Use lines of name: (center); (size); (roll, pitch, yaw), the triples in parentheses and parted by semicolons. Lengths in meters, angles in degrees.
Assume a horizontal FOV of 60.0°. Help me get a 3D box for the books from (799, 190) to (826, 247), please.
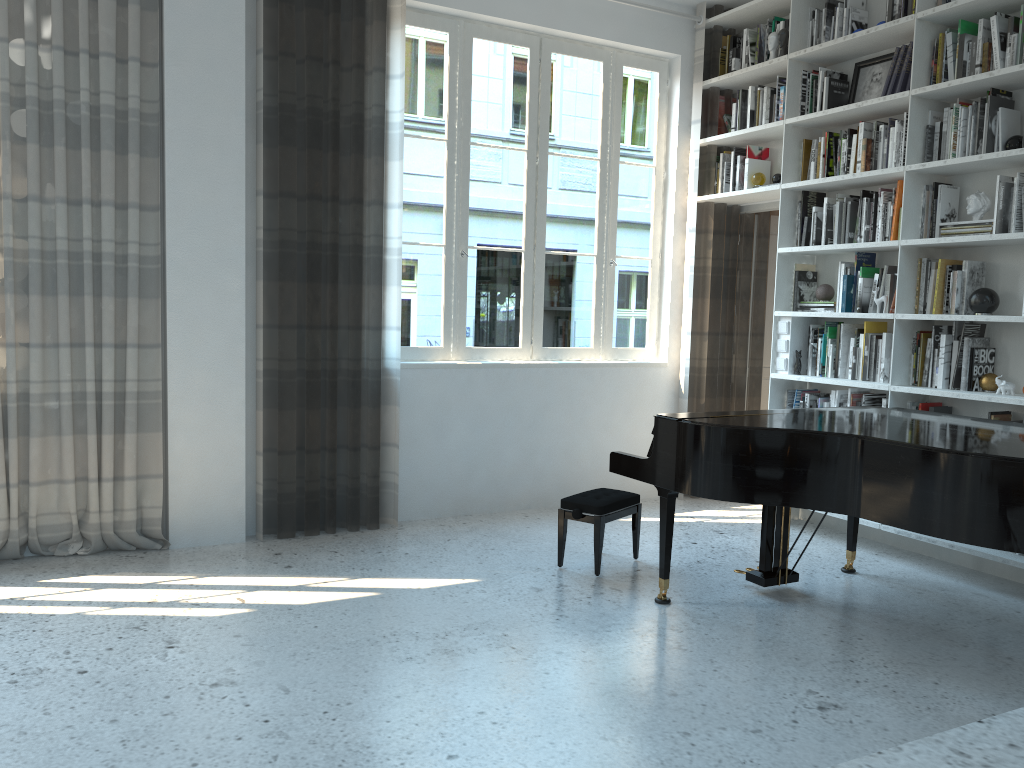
books: (1.763, -0.958, 5.205); (0.184, 0.334, 0.012); (-1, 6, -28)

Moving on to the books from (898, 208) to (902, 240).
books: (2.090, -0.827, 4.651); (0.151, 0.183, 0.030); (-1, 6, -28)

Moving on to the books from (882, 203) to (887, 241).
books: (2.043, -0.853, 4.742); (0.160, 0.217, 0.012); (-1, 6, -28)

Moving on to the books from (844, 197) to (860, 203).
books: (1.914, -0.903, 4.978); (0.157, 0.271, 0.011); (-1, 6, -28)

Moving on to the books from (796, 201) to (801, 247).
books: (1.759, -0.940, 5.275); (0.159, 0.285, 0.012); (-1, 6, -28)

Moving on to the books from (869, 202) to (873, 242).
books: (2.001, -0.866, 4.819); (0.151, 0.228, 0.013); (-1, 6, -28)

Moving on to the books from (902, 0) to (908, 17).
books: (2.088, -1.975, 4.585); (0.183, 0.275, 0.011); (-1, 6, -28)

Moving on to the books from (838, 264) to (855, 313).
books: (1.906, -0.536, 4.991); (0.150, 0.273, 0.024); (-1, 6, -28)

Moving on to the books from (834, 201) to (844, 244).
books: (1.891, -0.893, 4.984); (0.189, 0.248, 0.021); (-1, 6, -28)

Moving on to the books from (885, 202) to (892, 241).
books: (2.054, -0.853, 4.729); (0.148, 0.221, 0.021); (-1, 6, -28)

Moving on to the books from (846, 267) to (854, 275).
books: (1.926, -0.525, 4.971); (0.143, 0.256, 0.031); (-1, 6, -28)

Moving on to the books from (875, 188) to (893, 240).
books: (2.022, -0.902, 4.799); (0.130, 0.304, 0.011); (-1, 6, -28)

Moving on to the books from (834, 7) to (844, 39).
books: (1.877, -1.982, 4.965); (0.173, 0.214, 0.021); (-1, 6, -28)

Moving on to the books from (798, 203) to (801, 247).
books: (1.756, -0.926, 5.226); (0.176, 0.266, 0.027); (-1, 6, -28)

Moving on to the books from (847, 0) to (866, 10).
books: (1.918, -2.020, 4.955); (0.130, 0.293, 0.015); (-1, 6, -28)

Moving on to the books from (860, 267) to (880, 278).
books: (1.967, -0.513, 4.865); (0.172, 0.251, 0.011); (-1, 6, -28)

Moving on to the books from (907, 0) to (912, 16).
books: (2.106, -1.931, 4.564); (0.177, 0.190, 0.026); (-1, 6, -28)

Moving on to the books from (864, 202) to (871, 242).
books: (1.984, -0.867, 4.824); (0.177, 0.229, 0.013); (-1, 6, -28)

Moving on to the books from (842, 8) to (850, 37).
books: (1.909, -1.973, 4.938); (0.170, 0.202, 0.014); (-1, 6, -28)

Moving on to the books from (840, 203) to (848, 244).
books: (1.907, -0.885, 4.956); (0.167, 0.237, 0.024); (-1, 6, -28)

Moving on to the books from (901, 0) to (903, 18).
books: (2.088, -1.982, 4.609); (0.166, 0.284, 0.013); (-1, 6, -28)

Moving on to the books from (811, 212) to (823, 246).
books: (1.810, -0.884, 5.118); (0.188, 0.204, 0.028); (-1, 6, -28)

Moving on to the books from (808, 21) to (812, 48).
books: (1.784, -1.997, 5.163); (0.142, 0.204, 0.017); (-1, 6, -28)

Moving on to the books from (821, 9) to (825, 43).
books: (1.832, -2.008, 5.075); (0.156, 0.243, 0.016); (-1, 6, -28)

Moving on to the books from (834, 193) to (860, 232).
books: (1.891, -0.917, 5.000); (0.183, 0.293, 0.011); (-1, 6, -28)

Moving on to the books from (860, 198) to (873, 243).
books: (1.979, -0.885, 4.863); (0.156, 0.257, 0.021); (-1, 6, -28)

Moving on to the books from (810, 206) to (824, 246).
books: (1.807, -0.902, 5.143); (0.177, 0.236, 0.022); (-1, 6, -28)

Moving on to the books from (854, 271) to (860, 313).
books: (1.968, -0.507, 4.915); (0.148, 0.232, 0.030); (-1, 6, -28)

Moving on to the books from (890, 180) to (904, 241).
books: (2.074, -0.901, 4.671); (0.170, 0.326, 0.035); (-1, 6, -28)

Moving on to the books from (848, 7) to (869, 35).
books: (1.924, -1.976, 4.931); (0.136, 0.210, 0.013); (-1, 6, -28)

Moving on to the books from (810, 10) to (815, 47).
books: (1.796, -2.023, 5.153); (0.156, 0.259, 0.007); (-1, 6, -28)

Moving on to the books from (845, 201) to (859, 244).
books: (1.931, -0.885, 4.931); (0.184, 0.243, 0.023); (-1, 6, -28)

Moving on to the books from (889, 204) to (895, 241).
books: (2.060, -0.842, 4.698); (0.161, 0.203, 0.013); (-1, 6, -28)

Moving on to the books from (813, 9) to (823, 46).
books: (1.809, -2.014, 5.113); (0.180, 0.249, 0.012); (-1, 6, -28)

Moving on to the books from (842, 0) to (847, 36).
books: (1.903, -2.025, 4.958); (0.145, 0.302, 0.007); (-1, 6, -28)

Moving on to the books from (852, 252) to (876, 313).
books: (1.955, -0.561, 4.925); (0.153, 0.336, 0.011); (-1, 6, -28)

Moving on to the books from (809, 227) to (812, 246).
books: (1.806, -0.892, 5.180); (0.143, 0.209, 0.042); (-1, 6, -28)

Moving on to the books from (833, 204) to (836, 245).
books: (1.888, -0.896, 5.051); (0.139, 0.243, 0.049); (-1, 6, -28)

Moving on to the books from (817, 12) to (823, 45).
books: (1.820, -2.000, 5.087); (0.177, 0.225, 0.013); (-1, 6, -28)

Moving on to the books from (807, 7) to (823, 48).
books: (1.787, -2.038, 5.174); (0.159, 0.285, 0.007); (-1, 6, -28)

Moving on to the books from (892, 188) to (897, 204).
books: (2.068, -0.888, 4.713); (0.144, 0.293, 0.015); (-1, 6, -28)

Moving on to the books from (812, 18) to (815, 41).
books: (1.804, -1.997, 5.138); (0.158, 0.210, 0.032); (-1, 6, -28)

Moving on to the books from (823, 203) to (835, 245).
books: (1.852, -0.900, 5.066); (0.176, 0.246, 0.011); (-1, 6, -28)

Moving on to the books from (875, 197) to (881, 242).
books: (2.022, -0.875, 4.790); (0.139, 0.252, 0.011); (-1, 6, -28)

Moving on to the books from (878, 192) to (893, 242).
books: (2.025, -0.883, 4.744); (0.157, 0.275, 0.015); (-1, 6, -28)

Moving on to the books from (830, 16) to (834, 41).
books: (1.863, -1.971, 5.014); (0.161, 0.183, 0.026); (-1, 6, -28)

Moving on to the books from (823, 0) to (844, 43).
books: (1.839, -2.021, 5.019); (0.190, 0.280, 0.015); (-1, 6, -28)

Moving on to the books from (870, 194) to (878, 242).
books: (2.003, -0.887, 4.803); (0.145, 0.272, 0.012); (-1, 6, -28)

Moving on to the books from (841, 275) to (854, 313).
books: (1.914, -0.499, 4.933); (0.189, 0.208, 0.029); (-1, 6, -28)

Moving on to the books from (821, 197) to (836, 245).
books: (1.852, -0.919, 5.084); (0.174, 0.281, 0.023); (-1, 6, -28)

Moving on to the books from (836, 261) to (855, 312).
books: (1.899, -0.544, 5.007); (0.159, 0.285, 0.012); (-1, 6, -28)

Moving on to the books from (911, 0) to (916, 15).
books: (2.110, -1.981, 4.531); (0.163, 0.297, 0.025); (-1, 6, -28)

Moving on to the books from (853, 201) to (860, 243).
books: (1.963, -0.889, 4.907); (0.141, 0.256, 0.047); (-1, 6, -28)

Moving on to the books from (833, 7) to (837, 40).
books: (1.875, -1.987, 4.983); (0.181, 0.220, 0.013); (-1, 6, -28)

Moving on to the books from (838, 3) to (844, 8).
books: (1.878, -2.005, 4.997); (0.129, 0.253, 0.013); (-1, 6, -28)

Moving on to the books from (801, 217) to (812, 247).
books: (1.778, -0.881, 5.194); (0.189, 0.182, 0.037); (-1, 6, -28)

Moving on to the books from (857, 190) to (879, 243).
books: (1.962, -0.907, 4.871); (0.151, 0.300, 0.013); (-1, 6, -28)
